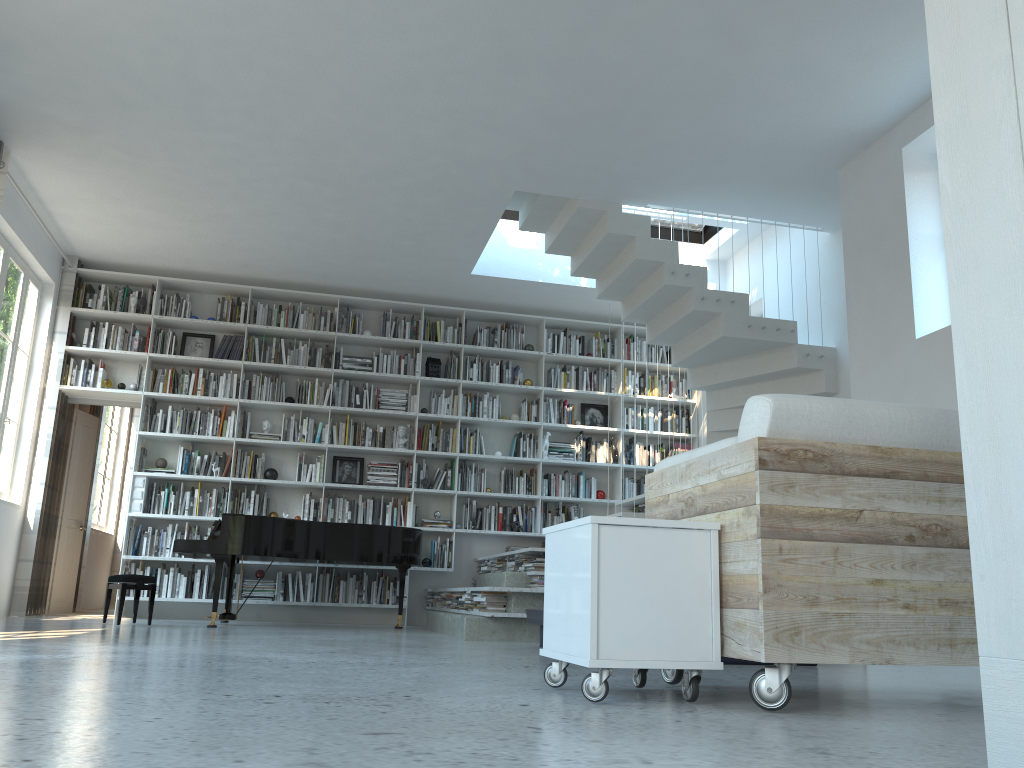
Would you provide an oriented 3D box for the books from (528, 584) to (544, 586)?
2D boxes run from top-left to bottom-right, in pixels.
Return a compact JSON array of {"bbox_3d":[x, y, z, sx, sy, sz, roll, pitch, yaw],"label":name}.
[{"bbox_3d":[0.276,1.496,6.575,0.285,0.008,0.160,5,-14,-14],"label":"books"}]

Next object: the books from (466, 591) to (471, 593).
[{"bbox_3d":[-0.223,1.497,6.370,0.182,0.016,0.257,4,-14,-9],"label":"books"}]

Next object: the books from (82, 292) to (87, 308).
[{"bbox_3d":[-4.000,-0.746,8.336,0.024,0.194,0.167,5,-14,-12],"label":"books"}]

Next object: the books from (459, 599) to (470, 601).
[{"bbox_3d":[-0.291,1.619,6.644,0.180,0.016,0.183,6,-14,-15],"label":"books"}]

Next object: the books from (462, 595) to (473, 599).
[{"bbox_3d":[-0.276,1.599,6.653,0.141,0.028,0.223,6,-14,-17],"label":"books"}]

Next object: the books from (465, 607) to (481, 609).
[{"bbox_3d":[-0.223,1.603,6.347,0.178,0.009,0.277,5,-14,-14],"label":"books"}]

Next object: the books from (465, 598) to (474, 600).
[{"bbox_3d":[-0.223,1.543,6.360,0.168,0.013,0.282,6,-14,-17],"label":"books"}]

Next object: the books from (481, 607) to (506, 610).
[{"bbox_3d":[-0.126,1.533,6.064,0.132,0.014,0.206,5,-14,-12],"label":"books"}]

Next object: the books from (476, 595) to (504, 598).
[{"bbox_3d":[-0.148,1.456,6.077,0.165,0.015,0.243,4,-14,-8],"label":"books"}]

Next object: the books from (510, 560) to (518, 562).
[{"bbox_3d":[0.083,1.476,7.379,0.145,0.017,0.209,6,-14,-17],"label":"books"}]

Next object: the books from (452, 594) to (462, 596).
[{"bbox_3d":[-0.357,1.657,6.943,0.170,0.014,0.281,6,-14,-15],"label":"books"}]

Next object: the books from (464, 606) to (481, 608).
[{"bbox_3d":[-0.229,1.596,6.347,0.191,0.006,0.275,4,-14,-10],"label":"books"}]

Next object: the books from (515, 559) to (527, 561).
[{"bbox_3d":[0.142,1.409,7.085,0.168,0.013,0.282,6,-14,-15],"label":"books"}]

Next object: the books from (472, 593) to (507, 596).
[{"bbox_3d":[-0.154,1.443,6.078,0.176,0.010,0.267,6,-14,-16],"label":"books"}]

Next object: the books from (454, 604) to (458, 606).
[{"bbox_3d":[-0.351,1.729,6.928,0.147,0.008,0.291,6,-14,-16],"label":"books"}]

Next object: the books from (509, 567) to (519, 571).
[{"bbox_3d":[0.077,1.538,7.363,0.167,0.024,0.192,5,-14,-11],"label":"books"}]

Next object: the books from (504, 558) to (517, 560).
[{"bbox_3d":[0.060,1.459,7.377,0.192,0.014,0.257,6,-14,-16],"label":"books"}]

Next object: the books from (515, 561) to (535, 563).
[{"bbox_3d":[0.140,1.425,7.081,0.187,0.009,0.251,5,-14,-12],"label":"books"}]

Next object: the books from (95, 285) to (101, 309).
[{"bbox_3d":[-3.901,-0.779,8.372,0.010,0.280,0.161,5,-14,-12],"label":"books"}]

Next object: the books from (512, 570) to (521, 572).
[{"bbox_3d":[0.093,1.558,7.363,0.136,0.013,0.258,5,-14,-12],"label":"books"}]

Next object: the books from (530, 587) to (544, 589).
[{"bbox_3d":[0.280,1.513,6.552,0.262,0.023,0.200,5,-14,-14],"label":"books"}]

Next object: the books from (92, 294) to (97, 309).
[{"bbox_3d":[-3.926,-0.735,8.373,0.031,0.195,0.145,5,-14,-12],"label":"books"}]

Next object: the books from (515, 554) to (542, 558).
[{"bbox_3d":[0.131,1.377,7.090,0.189,0.022,0.238,4,-14,-8],"label":"books"}]

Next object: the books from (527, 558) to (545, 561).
[{"bbox_3d":[0.221,1.354,6.824,0.149,0.014,0.229,5,-14,-14],"label":"books"}]

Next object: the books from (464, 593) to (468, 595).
[{"bbox_3d":[-0.277,1.579,6.657,0.139,0.013,0.289,4,-14,-8],"label":"books"}]

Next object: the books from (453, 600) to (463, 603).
[{"bbox_3d":[-0.357,1.701,6.933,0.160,0.025,0.244,6,-14,-17],"label":"books"}]

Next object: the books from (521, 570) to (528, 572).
[{"bbox_3d":[0.150,1.500,7.067,0.142,0.020,0.231,4,-14,-8],"label":"books"}]

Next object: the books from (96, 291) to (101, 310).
[{"bbox_3d":[-3.887,-0.749,8.378,0.024,0.226,0.158,5,-14,-12],"label":"books"}]

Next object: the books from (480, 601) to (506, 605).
[{"bbox_3d":[-0.130,1.500,6.071,0.137,0.019,0.225,5,-14,-11],"label":"books"}]

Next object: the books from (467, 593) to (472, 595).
[{"bbox_3d":[-0.223,1.510,6.367,0.178,0.010,0.196,4,-14,-8],"label":"books"}]

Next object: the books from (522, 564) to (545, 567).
[{"bbox_3d":[0.204,1.397,6.811,0.185,0.014,0.298,5,-14,-13],"label":"books"}]

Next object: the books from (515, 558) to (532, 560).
[{"bbox_3d":[0.144,1.400,7.088,0.171,0.007,0.261,5,-14,-14],"label":"books"}]

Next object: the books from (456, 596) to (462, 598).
[{"bbox_3d":[-0.342,1.670,6.943,0.150,0.008,0.218,5,-14,-13],"label":"books"}]

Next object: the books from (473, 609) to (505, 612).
[{"bbox_3d":[-0.156,1.546,6.054,0.184,0.017,0.231,4,-14,-10],"label":"books"}]

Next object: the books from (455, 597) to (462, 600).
[{"bbox_3d":[-0.345,1.682,6.940,0.142,0.017,0.240,6,-14,-16],"label":"books"}]

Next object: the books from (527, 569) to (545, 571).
[{"bbox_3d":[0.210,1.430,6.805,0.161,0.014,0.213,4,-14,-8],"label":"books"}]

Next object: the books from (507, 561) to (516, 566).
[{"bbox_3d":[0.072,1.497,7.371,0.174,0.029,0.251,5,-14,-14],"label":"books"}]

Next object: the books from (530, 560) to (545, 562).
[{"bbox_3d":[0.224,1.365,6.823,0.132,0.009,0.270,4,-14,-8],"label":"books"}]

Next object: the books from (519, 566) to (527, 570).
[{"bbox_3d":[0.152,1.470,7.074,0.155,0.028,0.190,5,-14,-11],"label":"books"}]

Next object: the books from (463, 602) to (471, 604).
[{"bbox_3d":[-0.272,1.641,6.644,0.145,0.010,0.267,5,-14,-13],"label":"books"}]

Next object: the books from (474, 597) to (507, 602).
[{"bbox_3d":[-0.148,1.476,6.072,0.156,0.027,0.288,6,-14,-17],"label":"books"}]

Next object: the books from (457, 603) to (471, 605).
[{"bbox_3d":[-0.295,1.650,6.636,0.189,0.013,0.215,5,-14,-14],"label":"books"}]

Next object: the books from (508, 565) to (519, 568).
[{"bbox_3d":[0.066,1.518,7.365,0.178,0.015,0.188,4,-14,-8],"label":"books"}]

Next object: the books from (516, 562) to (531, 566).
[{"bbox_3d":[0.144,1.443,7.078,0.177,0.026,0.231,5,-14,-12],"label":"books"}]

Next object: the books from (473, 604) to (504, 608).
[{"bbox_3d":[-0.161,1.515,6.060,0.187,0.017,0.206,4,-14,-8],"label":"books"}]

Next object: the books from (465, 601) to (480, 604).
[{"bbox_3d":[-0.225,1.566,6.354,0.191,0.015,0.247,5,-14,-11],"label":"books"}]

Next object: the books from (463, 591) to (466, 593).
[{"bbox_3d":[-0.277,1.566,6.660,0.157,0.014,0.216,4,-14,-10],"label":"books"}]

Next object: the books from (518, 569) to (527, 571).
[{"bbox_3d":[0.146,1.487,7.069,0.154,0.007,0.293,4,-14,-9],"label":"books"}]

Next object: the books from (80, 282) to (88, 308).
[{"bbox_3d":[-4.017,-0.793,8.340,0.014,0.285,0.175,5,-14,-12],"label":"books"}]

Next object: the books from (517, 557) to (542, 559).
[{"bbox_3d":[0.144,1.392,7.090,0.170,0.008,0.208,4,-14,-9],"label":"books"}]

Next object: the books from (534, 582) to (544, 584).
[{"bbox_3d":[0.278,1.481,6.572,0.210,0.012,0.168,4,-14,-9],"label":"books"}]

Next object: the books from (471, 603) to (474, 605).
[{"bbox_3d":[-0.206,1.582,6.355,0.154,0.014,0.197,5,-14,-12],"label":"books"}]

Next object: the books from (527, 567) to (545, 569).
[{"bbox_3d":[0.216,1.417,6.809,0.152,0.015,0.208,6,-14,-15],"label":"books"}]

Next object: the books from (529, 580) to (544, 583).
[{"bbox_3d":[0.278,1.470,6.579,0.292,0.012,0.160,4,-14,-9],"label":"books"}]

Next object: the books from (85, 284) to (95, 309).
[{"bbox_3d":[-3.974,-0.781,8.345,0.025,0.268,0.177,5,-14,-12],"label":"books"}]

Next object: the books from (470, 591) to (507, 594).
[{"bbox_3d":[-0.161,1.431,6.079,0.192,0.014,0.257,6,-14,-16],"label":"books"}]

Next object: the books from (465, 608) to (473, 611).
[{"bbox_3d":[-0.234,1.614,6.342,0.191,0.016,0.209,4,-14,-8],"label":"books"}]

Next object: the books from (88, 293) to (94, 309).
[{"bbox_3d":[-3.949,-0.739,8.342,0.028,0.186,0.182,5,-14,-12],"label":"books"}]
